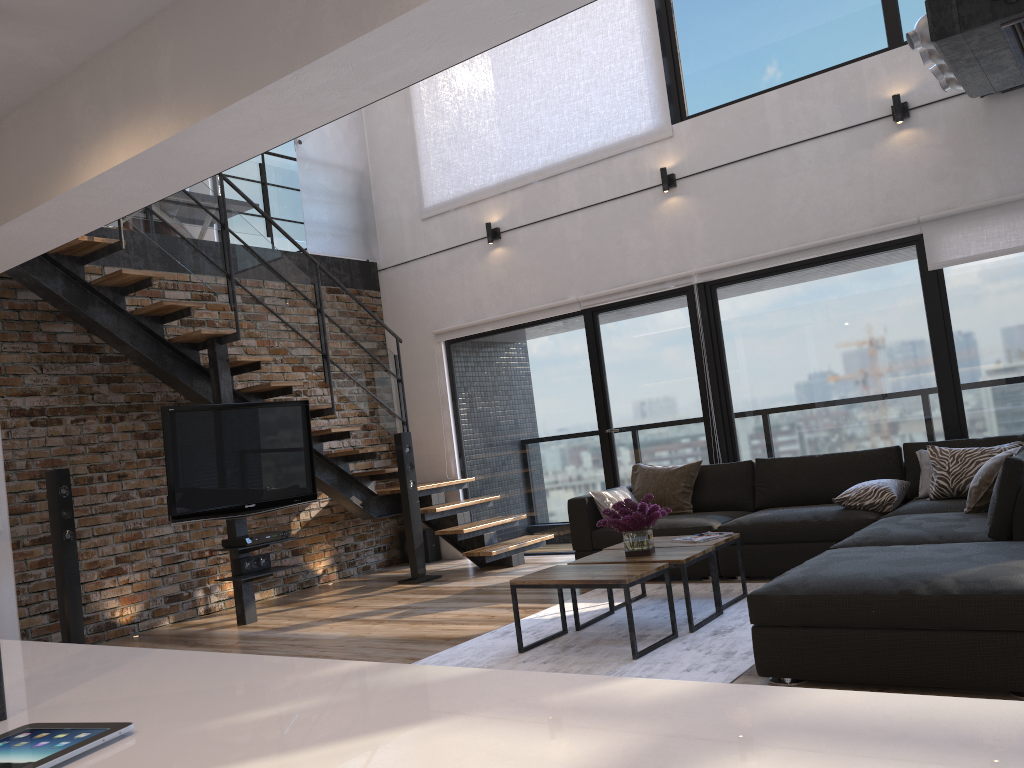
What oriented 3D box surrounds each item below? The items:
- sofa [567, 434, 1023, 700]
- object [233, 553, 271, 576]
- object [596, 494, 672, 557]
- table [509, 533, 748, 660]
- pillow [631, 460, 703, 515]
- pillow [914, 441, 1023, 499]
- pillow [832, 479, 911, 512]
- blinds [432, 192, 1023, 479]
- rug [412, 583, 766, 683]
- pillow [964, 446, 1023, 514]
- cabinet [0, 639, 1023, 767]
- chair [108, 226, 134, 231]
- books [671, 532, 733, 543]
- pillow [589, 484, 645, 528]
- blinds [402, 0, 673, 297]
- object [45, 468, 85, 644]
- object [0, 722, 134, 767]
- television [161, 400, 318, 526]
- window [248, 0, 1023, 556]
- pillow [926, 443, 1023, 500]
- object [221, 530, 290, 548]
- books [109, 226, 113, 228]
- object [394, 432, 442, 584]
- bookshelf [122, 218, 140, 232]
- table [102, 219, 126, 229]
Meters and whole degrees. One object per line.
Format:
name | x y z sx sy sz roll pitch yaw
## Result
sofa | 1.324 0.816 4.812 3.047 0.700 2.998 -10 -5 36
object | -1.788 1.243 6.108 0.089 0.112 0.247 -10 -4 36
object | 0.645 0.711 4.589 0.342 0.342 0.375 -10 -4 37
table | 0.661 1.057 4.565 0.698 0.350 1.298 -10 -5 36
pillow | 1.069 0.754 6.378 0.610 0.382 0.265 -10 -4 36
pillow | 2.664 0.513 5.175 0.612 0.293 0.234 -10 -4 36
pillow | 2.167 0.669 5.316 0.356 0.177 0.530 -10 -4 34
blinds | 1.524 0.134 6.707 5.375 2.042 0.095 -10 -4 36
rug | 0.666 1.230 4.523 1.639 0.003 2.112 -10 -5 36
pillow | 2.505 0.501 4.596 0.273 0.309 0.547 -10 -4 35
cabinet | -2.633 0.217 1.676 9.126 2.869 2.472 -10 -4 36
chair | -3.709 -1.344 8.334 0.580 0.821 0.556 -9 -3 23
books | 1.053 0.847 4.898 0.295 0.013 0.229 -5 -5 -33
pillow | 0.759 0.847 6.190 0.212 0.265 0.498 -10 -4 36
blinds | -1.323 -2.304 7.526 10.209 2.973 1.996 -8 -3 14
object | -2.817 1.139 5.608 0.271 1.205 0.271 -9 -3 26
object | -0.596 0.442 1.035 0.188 0.013 0.240 -9 -4 21
television | -1.867 0.526 6.116 0.136 0.782 1.206 -9 -4 36
window | 0.199 -1.244 5.570 13.413 5.563 5.661 -10 -4 36
pillow | 2.622 0.484 5.012 0.532 0.314 0.250 -10 -4 40
object | -1.749 1.062 6.066 0.275 0.058 0.360 -10 -5 36
books | -4.695 -1.762 10.028 0.244 0.013 0.311 -10 -5 36
object | -0.819 0.994 7.198 0.271 1.205 0.271 -10 -4 41
bookshelf | -4.983 -1.838 9.645 0.307 2.279 2.716 -9 -4 36
table | -3.224 -1.338 7.932 0.744 0.635 1.859 -10 -4 36
